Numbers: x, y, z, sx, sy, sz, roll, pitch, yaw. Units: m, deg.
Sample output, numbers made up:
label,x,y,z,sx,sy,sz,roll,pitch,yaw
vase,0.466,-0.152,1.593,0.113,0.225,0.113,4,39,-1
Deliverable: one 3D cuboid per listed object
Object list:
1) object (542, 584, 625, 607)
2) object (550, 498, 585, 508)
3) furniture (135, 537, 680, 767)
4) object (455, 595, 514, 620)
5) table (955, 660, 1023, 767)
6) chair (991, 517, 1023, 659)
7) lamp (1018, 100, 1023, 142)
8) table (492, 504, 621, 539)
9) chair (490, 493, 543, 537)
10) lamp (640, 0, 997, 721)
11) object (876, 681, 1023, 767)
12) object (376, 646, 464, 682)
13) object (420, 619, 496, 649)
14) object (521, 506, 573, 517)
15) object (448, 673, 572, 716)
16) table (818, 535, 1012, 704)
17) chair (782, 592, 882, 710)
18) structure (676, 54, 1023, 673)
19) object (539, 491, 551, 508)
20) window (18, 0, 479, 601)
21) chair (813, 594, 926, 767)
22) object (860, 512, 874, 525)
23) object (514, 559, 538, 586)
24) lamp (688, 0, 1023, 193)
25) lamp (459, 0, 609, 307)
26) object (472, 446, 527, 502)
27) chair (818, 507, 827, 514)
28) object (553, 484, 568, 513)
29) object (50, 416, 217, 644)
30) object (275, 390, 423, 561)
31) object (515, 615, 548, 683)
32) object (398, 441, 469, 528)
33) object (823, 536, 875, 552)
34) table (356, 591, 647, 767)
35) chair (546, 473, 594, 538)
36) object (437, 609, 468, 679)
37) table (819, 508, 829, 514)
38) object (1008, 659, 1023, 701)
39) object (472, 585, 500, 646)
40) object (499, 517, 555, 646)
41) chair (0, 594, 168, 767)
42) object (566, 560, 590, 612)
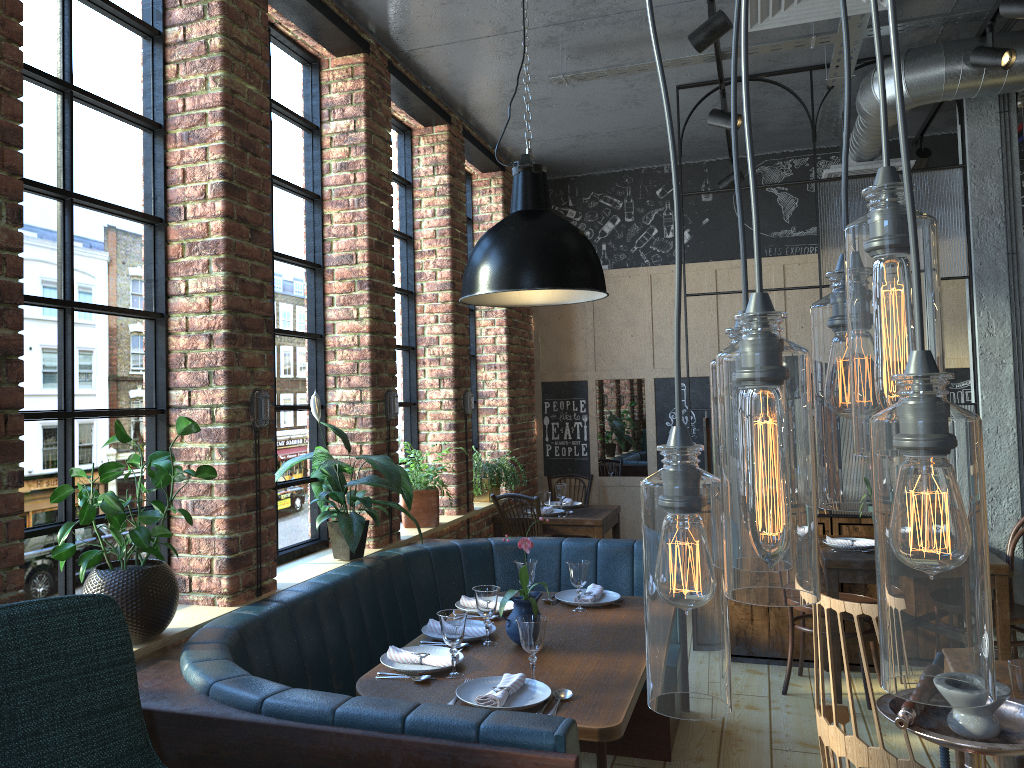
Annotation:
label,x,y,z,sx,sy,sz,roll,pitch,yaw
object,0.297,0.878,3.668,0.336,0.051,0.260,-2,-1,22
object,0.351,0.861,6.366,0.336,0.051,0.260,-2,-1,22
furniture,-0.178,1.157,3.192,1.405,0.823,2.535,-2,-1,17
object,-0.100,0.887,3.546,0.278,0.051,0.314,-2,-1,21
table,1.538,1.141,2.070,0.772,0.728,0.728,-2,-2,18
chair,2.306,1.062,4.216,0.560,0.922,0.430,-2,-2,10
lamp,3.037,-1.000,5.180,0.363,1.336,0.373,-1,-3,-10
table,0.333,1.246,6.128,0.772,0.728,0.728,-2,-2,18
chair,0.166,1.144,5.710,0.424,0.916,0.497,-4,-3,37
lamp,0.361,-0.759,0.803,0.526,2.122,0.275,-4,-4,43
object,0.469,0.650,0.899,0.172,0.705,0.256,-2,-3,8
object,-0.295,0.878,2.820,0.278,0.051,0.314,-2,-1,21
object,-0.197,0.882,3.167,0.278,0.051,0.314,-2,-1,21
object,0.236,0.856,5.954,0.336,0.051,0.260,-2,-1,22
object,-0.008,0.865,2.481,0.336,0.051,0.260,-2,-1,22
table,1.933,1.172,4.331,0.772,0.728,0.728,-2,-2,18
chair,1.580,1.085,4.470,0.574,0.922,0.418,-3,-3,35
structure,4.091,-0.225,2.009,6.063,3.330,5.815,-2,-1,2
object,0.233,0.827,6.257,0.088,0.120,0.080,-3,-3,35
window,-0.540,-0.452,2.094,3.352,2.432,8.739,-1,-1,-18
chair,0.999,1.022,2.205,0.444,1.007,0.543,-1,-2,-11
object,1.941,0.600,4.612,0.199,0.427,0.149,-1,-3,-10
object,0.058,0.812,3.561,0.094,0.192,0.103,0,-3,-43
lamp,3.586,-1.603,1.946,6.449,0.274,7.012,-2,-1,18
lamp,0.057,-0.964,3.164,0.553,1.328,0.505,-3,-3,35
object,-0.156,0.615,6.025,0.513,0.370,0.588,-2,-2,18
chair,1.826,1.065,5.725,0.541,1.007,0.446,-2,-2,5
object,0.336,0.785,6.046,0.097,0.192,0.100,-1,-2,-11
object,-1.146,0.433,2.692,0.404,0.664,0.488,-4,-3,41
object,-0.729,0.392,3.845,0.625,0.752,0.712,-2,-2,17
object,0.061,0.794,2.620,0.094,0.192,0.103,0,-3,-43
object,-0.520,0.550,4.931,0.439,0.483,0.440,-3,-3,40
object,1.698,0.790,4.402,0.278,0.051,0.314,-2,-1,21
table,0.086,1.230,3.084,0.847,0.661,1.494,-2,-1,17
chair,0.428,1.156,6.698,0.414,0.916,0.510,-2,-2,12
object,-0.181,0.802,2.718,0.094,0.192,0.103,0,-3,-43
table,1.947,1.204,6.127,0.772,0.728,0.728,-2,-2,18
object,1.230,0.724,2.093,0.085,0.120,0.083,-2,-2,8
object,-0.087,0.806,3.064,0.094,0.192,0.103,0,-3,-43
object,0.038,0.684,3.040,0.143,0.432,0.208,-4,-3,36
chair,-0.755,1.004,1.527,1.080,1.099,0.770,-3,-3,42
object,0.266,0.805,3.514,0.094,0.192,0.103,0,-3,-43
